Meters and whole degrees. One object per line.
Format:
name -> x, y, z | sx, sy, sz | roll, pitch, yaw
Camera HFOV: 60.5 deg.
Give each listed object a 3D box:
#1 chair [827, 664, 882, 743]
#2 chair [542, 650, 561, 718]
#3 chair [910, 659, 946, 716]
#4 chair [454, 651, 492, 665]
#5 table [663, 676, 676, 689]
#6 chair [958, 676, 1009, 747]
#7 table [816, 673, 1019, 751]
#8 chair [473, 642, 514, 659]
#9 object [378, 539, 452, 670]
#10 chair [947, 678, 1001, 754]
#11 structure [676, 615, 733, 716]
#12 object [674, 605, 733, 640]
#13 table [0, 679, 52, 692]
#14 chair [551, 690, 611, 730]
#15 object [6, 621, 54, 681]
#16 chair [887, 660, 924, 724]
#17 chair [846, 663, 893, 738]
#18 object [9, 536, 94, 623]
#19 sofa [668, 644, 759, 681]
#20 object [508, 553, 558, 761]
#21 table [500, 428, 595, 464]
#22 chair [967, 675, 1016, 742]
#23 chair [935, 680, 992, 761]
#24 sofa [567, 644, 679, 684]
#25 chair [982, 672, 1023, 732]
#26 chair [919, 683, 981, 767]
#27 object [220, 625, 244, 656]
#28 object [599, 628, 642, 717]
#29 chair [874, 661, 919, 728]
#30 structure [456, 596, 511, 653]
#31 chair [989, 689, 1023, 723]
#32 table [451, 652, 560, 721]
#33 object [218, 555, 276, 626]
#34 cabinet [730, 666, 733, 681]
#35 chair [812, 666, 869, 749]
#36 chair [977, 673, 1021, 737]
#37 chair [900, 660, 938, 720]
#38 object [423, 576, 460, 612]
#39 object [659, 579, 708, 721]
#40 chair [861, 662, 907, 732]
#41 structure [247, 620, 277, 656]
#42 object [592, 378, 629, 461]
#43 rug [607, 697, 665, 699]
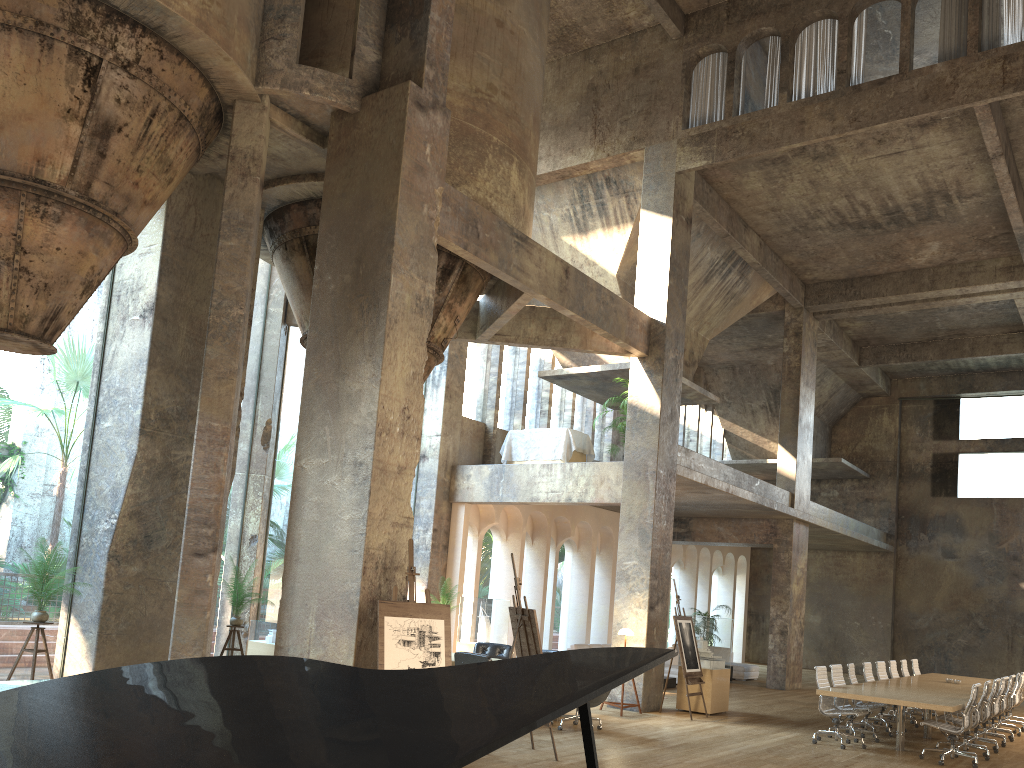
chair -> 4.922, 4.581, 12.630 | 0.701, 1.008, 0.675 | -4, -12, 44
chair -> 0.473, 4.300, 12.673 | 0.729, 0.877, 0.837 | -1, -11, 30
chair -> 8.074, 5.868, 17.006 | 0.701, 1.008, 0.675 | -3, -11, 42
chair -> -0.305, 3.942, 11.420 | 0.732, 0.877, 0.834 | -4, -12, 42
table -> 2.763, 6.093, 18.007 | 0.792, 0.199, 1.130 | -5, -16, 35
chair -> 7.149, 4.925, 13.331 | 0.701, 1.008, 0.675 | -4, -12, 44
table -> 6.790, 5.177, 13.965 | 1.604, 0.745, 7.849 | -4, -16, 35
chair -> -0.365, 4.367, 13.240 | 0.728, 0.877, 0.838 | 3, -10, 10
object -> -0.888, 2.438, 7.810 | 0.707, 2.111, 0.690 | 8, -7, -27
chair -> 6.630, 4.712, 12.606 | 0.701, 1.008, 0.675 | -3, -11, 41
structure -> 3.173, 4.608, 14.453 | 0.594, 1.522, 0.755 | 0, -9, 36
object -> 5.236, 6.875, 23.942 | 1.406, 1.782, 1.377 | -3, -12, 42
table -> -3.830, 2.847, 7.260 | 1.875, 0.536, 0.957 | -5, -15, 36
chair -> 0.901, 4.050, 11.467 | 0.821, 0.877, 0.743 | -1, -11, 32
object -> -5.096, 3.066, 9.511 | 0.658, 0.956, 0.581 | 0, -9, 30
chair -> 6.991, 5.426, 15.504 | 0.701, 1.008, 0.675 | -3, -11, 41
chair -> 5.412, 4.784, 13.324 | 0.700, 1.008, 0.677 | -1, -10, 35
object -> -4.990, 2.128, 9.552 | 0.868, 0.924, 0.693 | 11, -10, -33
sofa -> 5.102, 7.028, 22.280 | 2.072, 0.708, 1.090 | -4, -14, 35
object -> 0.122, 2.893, 9.392 | 0.689, 2.111, 0.708 | 7, -7, -21
table -> 0.678, 1.318, 17.006 | 1.753, 0.788, 1.135 | -4, -14, 36
chair -> 7.662, 5.134, 14.039 | 0.701, 1.008, 0.675 | -3, -11, 41
chair -> 6.099, 4.495, 11.866 | 0.700, 1.008, 0.676 | -2, -11, 39
sofa -> 2.664, 6.031, 18.896 | 2.069, 0.709, 2.980 | -4, -16, 35
chair -> 8.691, 5.558, 15.485 | 0.701, 1.008, 0.675 | -4, -12, 44
chair -> 3.280, 4.499, 12.815 | 12.982, 1.014, 32.055 | -5, -16, 35
object -> -3.702, 3.667, 11.580 | 0.661, 0.956, 0.578 | 7, -8, -17
object -> 1.628, 4.389, 13.478 | 0.571, 1.276, 0.669 | -1, -9, 36
chair -> 6.471, 5.213, 14.778 | 0.701, 1.008, 0.675 | -4, -12, 44
structure -> -0.541, 4.679, 16.012 | 0.594, 1.522, 0.755 | 0, -9, 36
chair -> 9.169, 5.765, 16.198 | 0.701, 1.008, 0.675 | -3, -11, 41
table -> -0.360, 4.259, 12.377 | 2.416, 0.688, 1.124 | -5, -15, 36
object -> -3.546, 2.710, 11.520 | 0.861, 0.924, 0.699 | -3, -11, 39
cabinet -> 4.635, 6.693, 20.272 | 0.396, 0.363, 1.589 | -2, -15, 35
chair -> 4.450, 4.373, 11.913 | 0.701, 1.008, 0.675 | -3, -11, 41
chair -> 8.194, 5.355, 14.796 | 0.700, 1.008, 0.677 | -1, -10, 35
chair -> 7.522, 5.644, 16.243 | 0.700, 1.008, 0.676 | -2, -11, 39
object -> -1.283, 3.966, 16.065 | 0.687, 0.924, 0.876 | 0, -10, 27
object -> 2.694, 4.130, 13.750 | 0.684, 2.111, 0.712 | 0, -8, 35
chair -> 5.958, 5.005, 14.071 | 0.701, 1.008, 0.675 | -3, -11, 41
structure -> -3.228, 3.895, 12.477 | 0.736, 0.997, 0.756 | -2, -11, 36
object -> 2.249, 0.662, 15.844 | 1.406, 1.779, 1.377 | -3, -12, 42
rug -> 1.465, 5.652, 16.187 | 2.469, 0.009, 1.369 | -5, -16, 36
